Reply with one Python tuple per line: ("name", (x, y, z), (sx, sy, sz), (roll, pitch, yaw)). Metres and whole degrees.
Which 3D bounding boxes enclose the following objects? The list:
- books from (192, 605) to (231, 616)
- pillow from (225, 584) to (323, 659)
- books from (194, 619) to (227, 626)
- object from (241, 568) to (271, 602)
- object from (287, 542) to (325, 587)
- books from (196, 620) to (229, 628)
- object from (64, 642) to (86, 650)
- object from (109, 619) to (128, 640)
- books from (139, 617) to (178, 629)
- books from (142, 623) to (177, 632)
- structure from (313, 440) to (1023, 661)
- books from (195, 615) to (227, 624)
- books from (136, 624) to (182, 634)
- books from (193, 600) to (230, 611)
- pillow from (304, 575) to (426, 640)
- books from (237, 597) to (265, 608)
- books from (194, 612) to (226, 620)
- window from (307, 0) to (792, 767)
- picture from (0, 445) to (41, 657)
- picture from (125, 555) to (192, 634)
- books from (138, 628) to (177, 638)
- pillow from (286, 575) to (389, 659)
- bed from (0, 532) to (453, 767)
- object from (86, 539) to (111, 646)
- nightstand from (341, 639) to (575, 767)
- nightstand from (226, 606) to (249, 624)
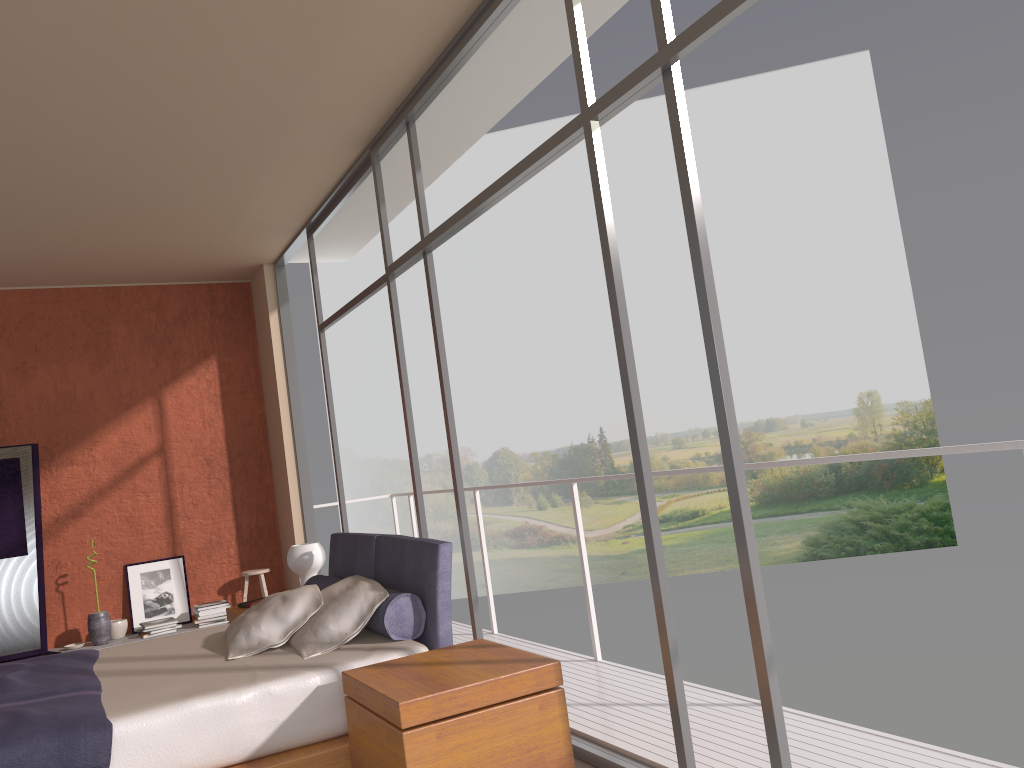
("books", (-2.416, 1.813, 7.129), (0.247, 0.038, 0.319), (-5, -6, -30))
("pillow", (-1.128, 1.097, 4.169), (0.431, 0.264, 0.869), (-6, -5, -19))
("books", (-2.408, 1.894, 7.128), (0.247, 0.018, 0.287), (-5, -5, -27))
("object", (-2.121, 1.737, 7.446), (0.260, 0.349, 0.257), (-11, -6, 32))
("object", (-1.220, 1.127, 5.303), (0.224, 0.338, 0.224), (-7, -5, -16))
("books", (-2.402, 1.911, 7.121), (0.247, 0.018, 0.328), (-6, -5, -26))
("object", (-3.328, 2.004, 6.753), (0.152, 0.040, 0.152), (-9, -5, 8))
("object", (-3.124, 1.940, 6.994), (0.179, 0.137, 0.180), (-7, -5, -15))
("books", (-2.776, 1.878, 6.969), (0.247, 0.018, 0.328), (-5, -6, -30))
("books", (-2.770, 1.898, 6.963), (0.247, 0.025, 0.287), (-6, -5, -25))
("structure", (0.414, 0.959, 4.150), (0.728, 1.005, 7.689), (-5, -5, -27))
("books", (-2.403, 1.870, 7.106), (0.247, 0.025, 0.287), (-6, -5, -16))
("books", (-2.776, 1.922, 6.973), (0.247, 0.018, 0.328), (-3, -7, -42))
("books", (-2.423, 1.783, 7.137), (0.247, 0.025, 0.287), (-5, -5, -27))
("pillow", (-0.749, 1.054, 4.270), (0.205, 0.201, 1.470), (-5, -5, -27))
("books", (-1.506, 1.341, 5.458), (0.287, 0.025, 0.247), (-12, -7, 43))
("books", (-2.412, 1.845, 7.127), (0.247, 0.027, 0.328), (-6, -5, -26))
("window", (0.011, -0.006, 3.879), (0.075, 3.133, 6.106), (-5, -5, -27))
("picture", (-4.020, 1.245, 6.359), (1.129, 1.496, 0.126), (-5, -5, -27))
("picture", (-2.892, 1.718, 7.260), (0.458, 0.550, 0.117), (-5, -5, -27))
("books", (-2.781, 1.945, 6.957), (0.247, 0.025, 0.287), (-5, -6, -30))
("pillow", (-0.807, 1.024, 3.937), (0.400, 0.265, 0.791), (-6, -5, -24))
("bed", (-1.645, 1.317, 3.795), (2.462, 0.959, 2.017), (-5, -5, -27))
("object", (-3.197, 1.594, 6.819), (0.165, 0.810, 0.165), (-8, -5, -4))
("nightstand", (-0.191, 1.245, 3.024), (0.562, 0.556, 0.628), (-5, -5, -27))
("nightstand", (-1.361, 1.607, 5.363), (0.562, 0.556, 0.628), (-5, -5, -27))
